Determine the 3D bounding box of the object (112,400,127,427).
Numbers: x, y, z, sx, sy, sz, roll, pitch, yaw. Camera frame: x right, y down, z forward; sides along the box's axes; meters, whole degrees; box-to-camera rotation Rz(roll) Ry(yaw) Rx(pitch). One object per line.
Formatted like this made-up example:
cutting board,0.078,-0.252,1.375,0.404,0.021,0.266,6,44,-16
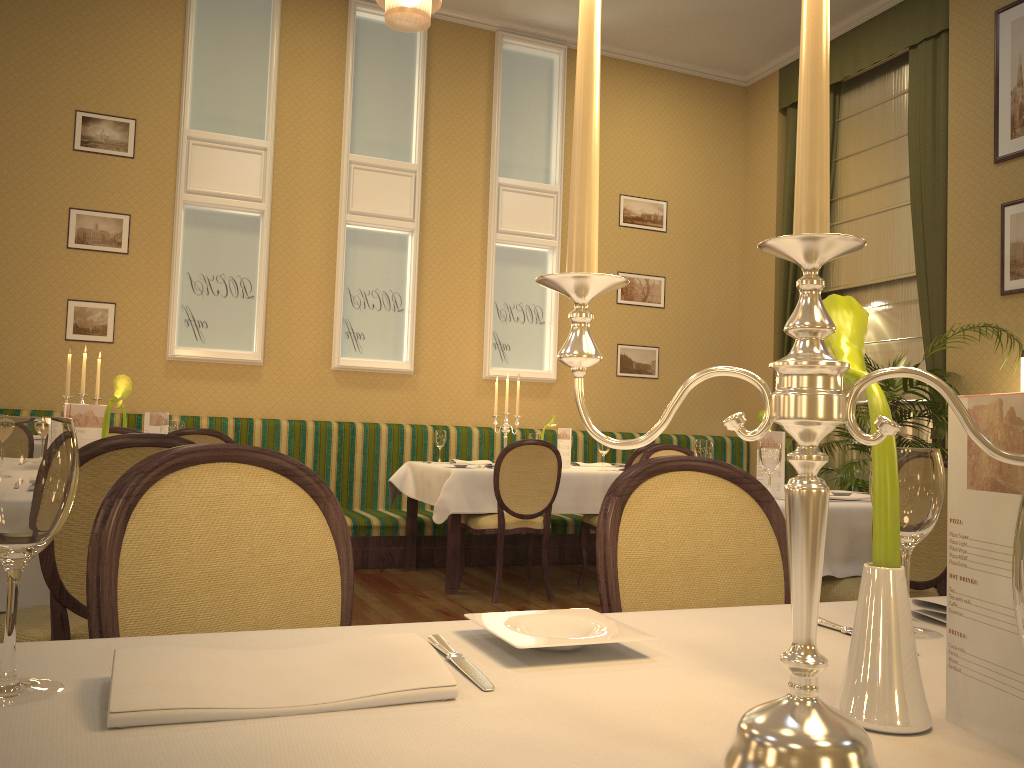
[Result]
object,-2.255,0.244,5.123,0.076,0.375,0.163,2,-3,-1

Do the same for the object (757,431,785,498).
object,1.078,0.340,3.773,0.081,0.277,0.166,3,-3,-16

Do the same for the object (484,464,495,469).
object,-0.024,0.527,5.664,0.273,0.033,0.142,3,-3,-22

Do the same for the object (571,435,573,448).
object,0.406,0.491,6.546,0.088,0.229,0.088,1,-3,25

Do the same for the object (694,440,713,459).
object,0.889,0.374,4.117,0.088,0.229,0.088,1,-3,25

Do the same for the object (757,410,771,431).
object,1.150,0.303,3.984,0.076,0.375,0.163,2,-3,-1

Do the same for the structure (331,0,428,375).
structure,-1.063,-1.583,7.175,0.661,2.985,0.200,3,-3,-22

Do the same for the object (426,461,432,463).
object,-0.588,0.540,6.142,0.038,0.015,0.181,3,-3,-21

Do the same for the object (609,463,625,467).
object,0.833,0.620,6.739,0.160,0.024,0.160,3,-3,-22

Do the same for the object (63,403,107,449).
object,-1.453,0.204,2.948,0.081,0.277,0.166,1,-3,24

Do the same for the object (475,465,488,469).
object,-0.196,0.527,5.650,0.038,0.015,0.181,3,-3,-21

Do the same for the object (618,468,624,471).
object,0.872,0.581,5.977,0.273,0.024,0.142,3,-3,-22

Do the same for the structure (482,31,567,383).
structure,0.108,-1.514,7.658,0.670,2.985,0.200,3,-3,-22

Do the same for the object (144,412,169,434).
object,-2.037,0.304,5.139,0.081,0.277,0.166,0,-4,29

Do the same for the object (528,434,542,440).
object,0.146,0.438,5.762,0.088,0.229,0.088,1,-3,25

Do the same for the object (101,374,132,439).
object,-1.317,0.156,2.913,0.163,0.375,0.076,-1,-4,44

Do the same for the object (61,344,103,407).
object,-2.455,0.097,5.064,0.131,0.655,0.390,3,-3,-8

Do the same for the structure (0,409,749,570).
structure,-4.427,0.607,5.240,14.516,1.031,0.850,3,-3,-22

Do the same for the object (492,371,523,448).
object,-0.040,0.239,6.069,0.131,0.655,0.390,3,-3,-17

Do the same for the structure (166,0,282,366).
structure,-2.168,-1.647,6.719,0.687,2.985,0.200,3,-3,-22

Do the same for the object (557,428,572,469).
object,0.355,0.444,6.140,0.081,0.277,0.166,2,-3,-6

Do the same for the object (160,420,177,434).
object,-1.909,0.318,4.924,0.088,0.229,0.088,1,-3,25

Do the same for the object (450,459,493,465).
object,-0.285,0.548,6.204,0.273,0.033,0.142,3,-3,-22

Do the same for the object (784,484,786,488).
object,1.316,0.503,4.310,0.160,0.024,0.160,3,-3,-22

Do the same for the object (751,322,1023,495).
object,2.522,0.506,5.879,1.552,1.807,1.496,5,-4,-42

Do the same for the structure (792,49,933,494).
structure,2.898,-0.771,7.235,0.123,4.511,1.942,3,-3,-22

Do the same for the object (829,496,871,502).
object,1.335,0.468,3.627,0.273,0.024,0.142,3,-3,-22

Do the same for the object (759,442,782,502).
object,1.012,0.343,3.481,0.088,0.229,0.088,1,-3,25

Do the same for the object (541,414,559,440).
object,0.244,0.394,6.225,0.163,0.375,0.076,4,-4,-36

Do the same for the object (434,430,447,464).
object,-0.501,0.438,6.177,0.088,0.229,0.088,1,-3,25

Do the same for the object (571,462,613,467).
object,0.596,0.602,6.608,0.273,0.033,0.142,3,-3,-22

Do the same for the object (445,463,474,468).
object,-0.321,0.513,5.546,0.160,0.024,0.160,3,-3,-22

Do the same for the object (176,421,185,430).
object,-2.086,0.345,5.518,0.088,0.229,0.088,1,-3,20

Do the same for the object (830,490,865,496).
object,1.459,0.488,3.927,0.160,0.024,0.160,3,-3,-22

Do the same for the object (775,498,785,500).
object,1.103,0.458,3.516,0.017,0.010,0.185,3,-3,-22

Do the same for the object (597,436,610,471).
object,0.608,0.461,5.879,0.088,0.229,0.088,1,-3,25
